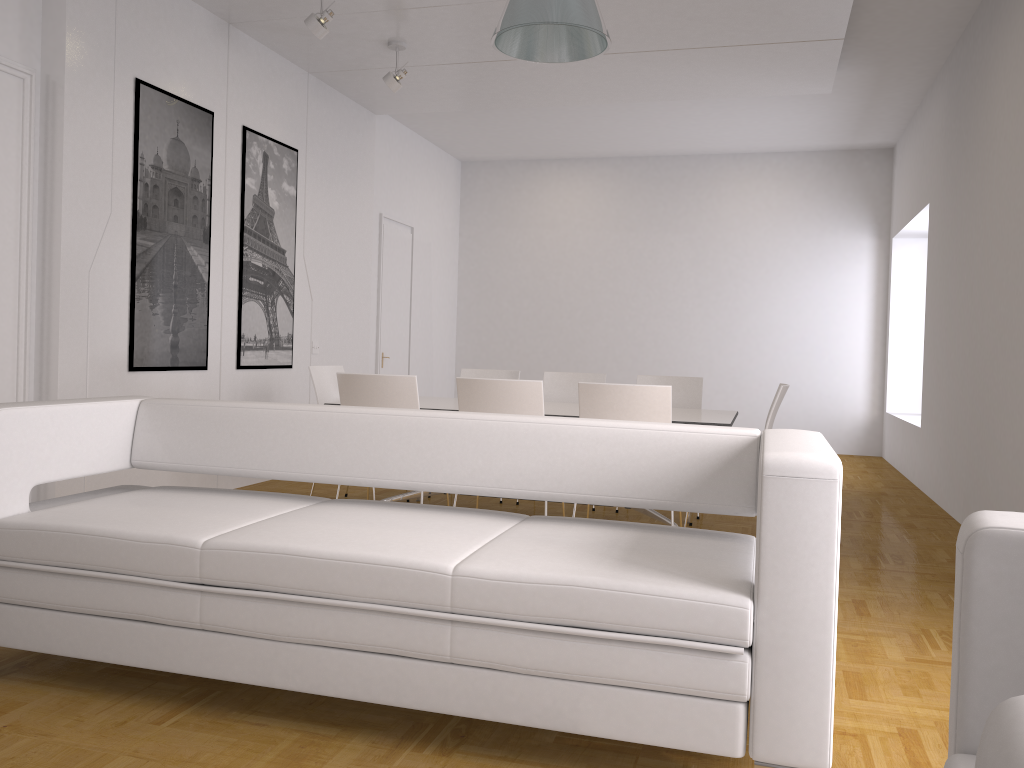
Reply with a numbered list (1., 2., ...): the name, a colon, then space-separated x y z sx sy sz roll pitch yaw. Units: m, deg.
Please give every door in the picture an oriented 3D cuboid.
1. door: -1.278 -0.548 9.589 0.132 2.452 0.871 2 1 16

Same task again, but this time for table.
1. table: 0.168 0.508 5.645 2.411 0.722 1.211 2 2 16

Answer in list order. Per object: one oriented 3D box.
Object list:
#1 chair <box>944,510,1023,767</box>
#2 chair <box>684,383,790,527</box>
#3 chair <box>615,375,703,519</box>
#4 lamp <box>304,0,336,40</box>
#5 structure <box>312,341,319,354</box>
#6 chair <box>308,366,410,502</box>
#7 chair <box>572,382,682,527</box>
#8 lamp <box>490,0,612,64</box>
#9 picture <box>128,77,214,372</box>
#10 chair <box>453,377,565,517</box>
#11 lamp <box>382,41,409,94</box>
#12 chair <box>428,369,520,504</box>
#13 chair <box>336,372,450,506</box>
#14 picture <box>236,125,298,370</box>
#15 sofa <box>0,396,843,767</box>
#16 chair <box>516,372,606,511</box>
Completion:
1. chair: 0.851 0.589 0.845 0.801 0.911 1.096 2 2 26
2. chair: 1.339 0.457 5.290 0.575 0.931 0.561 2 1 16
3. chair: 1.062 0.415 6.197 0.561 0.931 0.575 2 1 16
4. lamp: -1.198 -2.313 5.474 0.167 0.364 0.174 1 1 -31
5. structure: -1.685 -0.312 7.607 0.013 0.104 0.114 2 2 16
6. chair: -1.049 0.351 5.976 0.575 0.931 0.561 2 1 16
7. chair: 0.618 0.457 4.704 0.561 0.931 0.575 2 1 16
8. lamp: 0.169 -1.926 3.392 0.464 1.249 0.464 2 1 15
9. picture: -2.188 -0.974 5.749 0.013 1.779 0.787 2 1 16
10. chair: -0.016 0.431 4.887 0.561 0.931 0.575 2 1 16
11. lamp: -0.878 -2.344 6.586 0.167 0.364 0.174 1 1 -31
12. chair: -0.246 0.361 6.573 0.561 0.931 0.575 2 1 16
13. chair: -0.690 0.403 5.080 0.561 0.931 0.575 2 1 16
14. picture: -1.871 -1.005 6.846 0.016 1.779 0.787 2 1 16
15. sofa: -0.404 0.524 2.773 2.623 0.848 0.822 2 2 16
16. chair: 0.388 0.387 6.391 0.561 0.931 0.575 2 1 16
